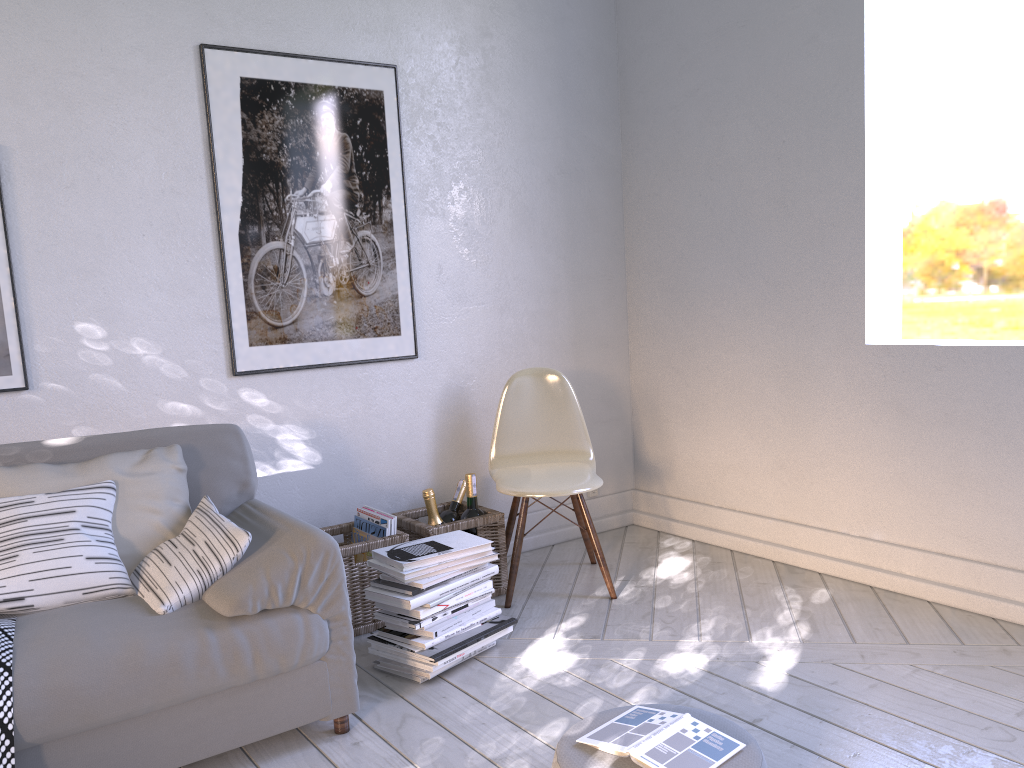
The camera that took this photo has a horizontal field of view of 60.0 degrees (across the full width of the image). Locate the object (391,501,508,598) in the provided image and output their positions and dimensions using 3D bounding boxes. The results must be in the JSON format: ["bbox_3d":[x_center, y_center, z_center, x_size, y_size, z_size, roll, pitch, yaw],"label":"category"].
[{"bbox_3d":[-0.206,0.550,2.873,0.276,0.272,0.274,-8,8,-34],"label":"object"}]

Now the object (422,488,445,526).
[{"bbox_3d":[-0.214,0.500,2.782,0.127,0.363,0.094,-9,9,-34],"label":"object"}]

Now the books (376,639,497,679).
[{"bbox_3d":[-0.195,0.709,2.366,0.182,0.016,0.288,1,7,35],"label":"books"}]

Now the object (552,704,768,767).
[{"bbox_3d":[0.258,0.700,1.560,0.375,0.136,0.376,2,8,43],"label":"object"}]

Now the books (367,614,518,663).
[{"bbox_3d":[-0.180,0.648,2.332,0.250,0.012,0.311,1,7,41],"label":"books"}]

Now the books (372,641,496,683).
[{"bbox_3d":[-0.206,0.724,2.380,0.182,0.016,0.288,1,7,40],"label":"books"}]

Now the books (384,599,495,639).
[{"bbox_3d":[-0.189,0.611,2.359,0.167,0.018,0.262,1,7,35],"label":"books"}]

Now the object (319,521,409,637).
[{"bbox_3d":[-0.488,0.585,2.682,0.276,0.272,0.274,-8,8,-34],"label":"object"}]

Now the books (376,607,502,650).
[{"bbox_3d":[-0.190,0.630,2.346,0.182,0.016,0.288,1,7,40],"label":"books"}]

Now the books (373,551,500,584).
[{"bbox_3d":[-0.202,0.472,2.366,0.288,0.016,0.181,-7,7,-35],"label":"books"}]

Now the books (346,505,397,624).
[{"bbox_3d":[-0.480,0.551,2.685,0.205,0.308,0.220,-8,9,-34],"label":"books"}]

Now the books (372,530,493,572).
[{"bbox_3d":[-0.209,0.439,2.349,0.273,0.021,0.173,-7,7,-35],"label":"books"}]

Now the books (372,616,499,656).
[{"bbox_3d":[-0.199,0.646,2.344,0.182,0.016,0.288,2,8,45],"label":"books"}]

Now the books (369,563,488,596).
[{"bbox_3d":[-0.216,0.502,2.347,0.159,0.012,0.285,1,7,40],"label":"books"}]

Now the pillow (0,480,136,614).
[{"bbox_3d":[-0.987,0.360,1.892,0.313,0.258,0.153,-8,9,-34],"label":"pillow"}]

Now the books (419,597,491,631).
[{"bbox_3d":[-0.199,0.596,2.362,0.160,0.012,0.254,1,7,40],"label":"books"}]

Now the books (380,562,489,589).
[{"bbox_3d":[-0.201,0.488,2.348,0.160,0.012,0.254,1,7,40],"label":"books"}]

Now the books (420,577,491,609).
[{"bbox_3d":[-0.196,0.539,2.350,0.160,0.013,0.253,1,7,35],"label":"books"}]

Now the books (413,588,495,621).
[{"bbox_3d":[-0.192,0.571,2.365,0.160,0.013,0.256,2,8,45],"label":"books"}]

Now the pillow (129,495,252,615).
[{"bbox_3d":[-0.735,0.391,1.991,0.213,0.222,0.311,-8,8,-36],"label":"pillow"}]

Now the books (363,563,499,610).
[{"bbox_3d":[-0.208,0.522,2.342,0.175,0.025,0.330,1,7,40],"label":"books"}]

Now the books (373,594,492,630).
[{"bbox_3d":[-0.208,0.586,2.350,0.159,0.012,0.285,1,7,40],"label":"books"}]

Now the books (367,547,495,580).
[{"bbox_3d":[-0.213,0.458,2.350,0.288,0.016,0.181,-8,7,-40],"label":"books"}]

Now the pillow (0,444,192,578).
[{"bbox_3d":[-0.964,0.321,2.017,0.490,0.315,0.150,-8,9,-34],"label":"pillow"}]

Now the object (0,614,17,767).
[{"bbox_3d":[-1.029,0.708,1.278,0.495,0.397,1.492,-4,6,-4],"label":"object"}]

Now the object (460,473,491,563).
[{"bbox_3d":[-0.121,0.475,2.846,0.095,0.380,0.094,-3,8,2],"label":"object"}]

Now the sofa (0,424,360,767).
[{"bbox_3d":[-1.308,0.524,1.703,1.864,0.686,0.761,-7,8,-34],"label":"sofa"}]

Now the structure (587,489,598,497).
[{"bbox_3d":[0.320,0.406,3.519,0.049,0.083,0.019,-8,9,-34],"label":"structure"}]

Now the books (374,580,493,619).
[{"bbox_3d":[-0.206,0.556,2.353,0.173,0.021,0.273,1,7,40],"label":"books"}]

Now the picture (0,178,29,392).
[{"bbox_3d":[-1.508,-0.277,2.183,0.487,0.642,0.019,-8,9,-34],"label":"picture"}]

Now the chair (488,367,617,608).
[{"bbox_3d":[0.120,0.312,2.870,0.367,0.709,0.413,-4,7,-5],"label":"chair"}]

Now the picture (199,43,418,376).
[{"bbox_3d":[-0.609,-0.531,2.780,0.628,0.962,0.019,-8,9,-34],"label":"picture"}]

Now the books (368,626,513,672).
[{"bbox_3d":[-0.185,0.675,2.343,0.231,0.014,0.313,1,7,39],"label":"books"}]

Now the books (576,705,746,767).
[{"bbox_3d":[0.259,0.620,1.553,0.174,0.024,0.237,-9,8,-44],"label":"books"}]

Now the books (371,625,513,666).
[{"bbox_3d":[-0.180,0.660,2.342,0.231,0.014,0.307,1,7,37],"label":"books"}]

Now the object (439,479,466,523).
[{"bbox_3d":[-0.226,0.501,2.925,0.095,0.334,0.284,2,9,34],"label":"object"}]
